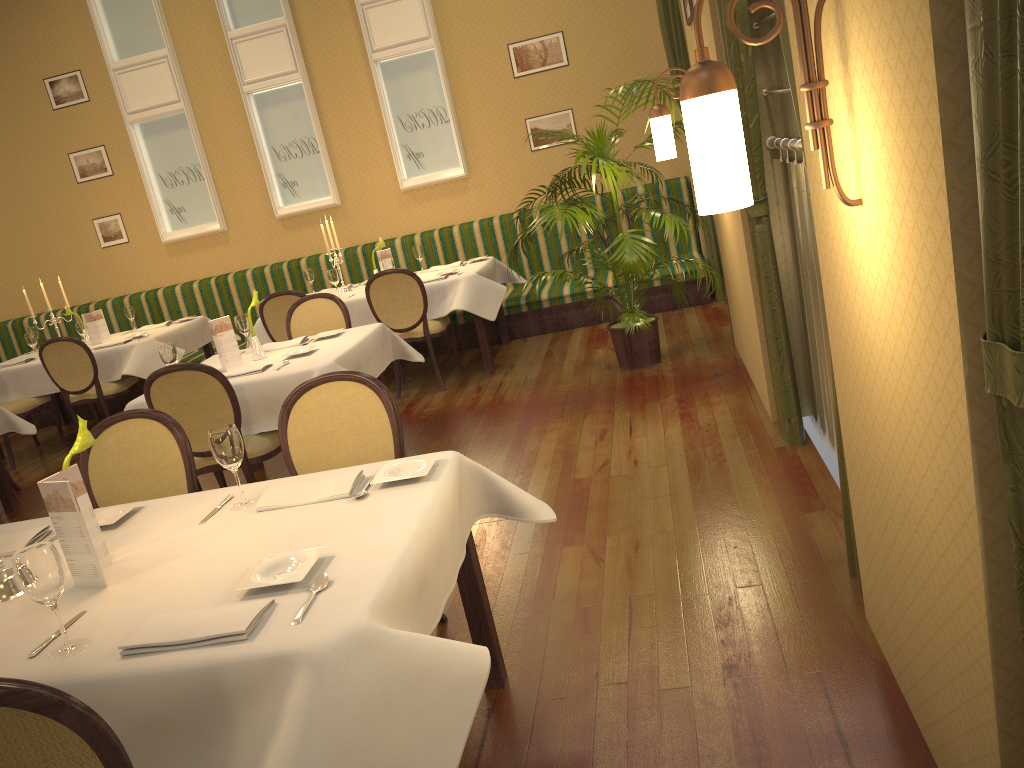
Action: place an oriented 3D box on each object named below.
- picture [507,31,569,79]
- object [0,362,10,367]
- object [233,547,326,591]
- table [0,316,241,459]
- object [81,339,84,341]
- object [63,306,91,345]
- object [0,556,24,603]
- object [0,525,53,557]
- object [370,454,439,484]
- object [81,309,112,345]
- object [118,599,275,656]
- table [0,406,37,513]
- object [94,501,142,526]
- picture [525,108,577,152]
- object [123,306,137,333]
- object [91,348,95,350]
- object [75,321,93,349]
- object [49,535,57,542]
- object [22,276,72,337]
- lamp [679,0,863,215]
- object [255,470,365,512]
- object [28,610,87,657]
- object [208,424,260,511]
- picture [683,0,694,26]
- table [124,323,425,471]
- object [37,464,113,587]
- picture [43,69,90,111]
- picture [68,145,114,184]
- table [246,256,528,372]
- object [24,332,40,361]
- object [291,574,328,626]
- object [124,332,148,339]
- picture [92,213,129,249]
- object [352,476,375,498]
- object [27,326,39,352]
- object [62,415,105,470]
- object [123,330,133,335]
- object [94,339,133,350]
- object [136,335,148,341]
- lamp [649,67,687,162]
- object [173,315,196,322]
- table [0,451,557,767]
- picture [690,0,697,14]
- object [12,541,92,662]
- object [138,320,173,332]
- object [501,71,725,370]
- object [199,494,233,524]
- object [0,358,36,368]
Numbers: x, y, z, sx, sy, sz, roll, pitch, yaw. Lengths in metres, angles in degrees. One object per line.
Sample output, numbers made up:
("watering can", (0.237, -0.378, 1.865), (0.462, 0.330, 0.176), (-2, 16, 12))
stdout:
("picture", (0.230, -2.908, 7.835), (0.504, 0.294, 0.008), (-10, 14, 10))
("object", (-4.304, -0.159, 7.512), (0.038, 0.015, 0.181), (-10, 14, 12))
("object", (-0.503, 0.413, 1.940), (0.160, 0.024, 0.160), (-10, 14, 10))
("table", (-3.582, 0.029, 7.724), (2.152, 0.759, 1.385), (-10, 14, 10))
("object", (-3.805, -0.410, 8.035), (0.160, 0.024, 0.160), (-10, 14, 10))
("object", (-3.740, -0.509, 7.641), (0.076, 0.375, 0.163), (-4, 17, 31))
("object", (-1.326, 0.215, 2.144), (0.131, 0.655, 0.390), (-19, 15, -23))
("object", (-1.498, 0.470, 2.576), (0.273, 0.033, 0.142), (-10, 14, 10))
("object", (-0.288, 0.241, 2.418), (0.160, 0.024, 0.160), (-10, 14, 10))
("object", (-3.534, -0.479, 7.553), (0.166, 0.277, 0.081), (-20, 16, -27))
("object", (-0.629, 0.483, 1.779), (0.273, 0.024, 0.142), (-10, 14, 10))
("table", (-3.895, 0.691, 5.420), (1.395, 0.759, 1.389), (-10, 14, 12))
("object", (-1.194, 0.397, 2.604), (0.160, 0.024, 0.160), (-10, 14, 10))
("picture", (0.356, -2.289, 7.996), (0.437, 0.294, 0.008), (-10, 14, 10))
("object", (-3.383, -0.577, 7.891), (0.088, 0.229, 0.088), (-23, 17, -36))
("object", (-3.413, -0.305, 7.309), (0.017, 0.010, 0.185), (-10, 14, 10))
("object", (-3.525, -0.397, 7.315), (0.088, 0.229, 0.088), (-21, 16, -30))
("object", (-1.320, 0.437, 2.585), (0.017, 0.010, 0.185), (-10, 14, 12))
("object", (-3.976, -0.606, 7.662), (0.131, 0.655, 0.390), (-6, 15, 24))
("lamp", (0.499, -0.582, 1.780), (0.323, 0.513, 0.114), (-13, 14, 0))
("object", (-0.554, 0.294, 2.437), (0.273, 0.033, 0.142), (-10, 14, 10))
("object", (-0.977, 0.533, 1.910), (0.017, 0.010, 0.185), (-10, 14, 10))
("object", (-0.772, 0.230, 2.460), (0.088, 0.229, 0.088), (-21, 16, -30))
("picture", (0.916, -2.279, 4.790), (0.022, 0.619, 0.412), (-10, 14, 10))
("table", (-1.281, 0.227, 4.935), (1.395, 0.759, 1.389), (-10, 14, 12))
("object", (-1.058, 0.352, 2.146), (0.081, 0.277, 0.166), (-17, 15, -17))
("picture", (-4.254, -2.806, 8.468), (0.401, 0.294, 0.008), (-10, 14, 10))
("picture", (-4.104, -2.139, 8.639), (0.401, 0.294, 0.008), (-10, 14, 10))
("table", (-0.968, -0.435, 7.238), (2.152, 0.759, 1.385), (-10, 14, 10))
("object", (-3.988, -0.313, 7.392), (0.088, 0.229, 0.088), (-21, 16, -30))
("object", (-0.410, 0.434, 1.792), (0.038, 0.015, 0.181), (-10, 14, 12))
("object", (-3.114, -0.395, 7.371), (0.160, 0.024, 0.160), (-10, 14, 10))
("picture", (-3.983, -1.519, 8.801), (0.313, 0.294, 0.008), (-10, 14, 10))
("object", (-0.393, 0.275, 2.394), (0.038, 0.015, 0.181), (-10, 14, 12))
("object", (-4.333, -0.410, 8.072), (0.088, 0.229, 0.088), (-21, 16, -30))
("object", (-1.097, 0.273, 2.279), (0.076, 0.375, 0.163), (-4, 17, 31))
("object", (-3.442, -0.457, 7.925), (0.017, 0.010, 0.185), (-10, 14, 12))
("object", (-3.240, -0.324, 7.210), (0.273, 0.024, 0.142), (-10, 14, 10))
("object", (-3.021, -0.373, 7.223), (0.038, 0.015, 0.181), (-10, 14, 12))
("lamp", (0.909, -1.457, 4.826), (0.323, 0.513, 0.114), (-13, 14, 0))
("object", (-2.899, -0.566, 7.849), (0.160, 0.024, 0.160), (-10, 14, 10))
("table", (-0.971, 0.836, 2.292), (2.152, 0.759, 1.385), (-10, 14, 10))
("picture", (0.850, -2.140, 4.305), (0.022, 0.619, 0.412), (-10, 14, 10))
("object", (-0.931, 0.438, 1.793), (0.088, 0.229, 0.088), (-21, 16, -30))
("object", (-3.164, -0.514, 7.868), (0.273, 0.033, 0.142), (-10, 14, 10))
("object", (0.690, -0.965, 5.735), (1.552, 1.807, 1.496), (-15, 14, -8))
("object", (-0.831, 0.351, 2.494), (0.017, 0.010, 0.185), (-10, 14, 12))
("object", (-4.153, -0.179, 7.429), (0.273, 0.033, 0.142), (-10, 14, 10))
